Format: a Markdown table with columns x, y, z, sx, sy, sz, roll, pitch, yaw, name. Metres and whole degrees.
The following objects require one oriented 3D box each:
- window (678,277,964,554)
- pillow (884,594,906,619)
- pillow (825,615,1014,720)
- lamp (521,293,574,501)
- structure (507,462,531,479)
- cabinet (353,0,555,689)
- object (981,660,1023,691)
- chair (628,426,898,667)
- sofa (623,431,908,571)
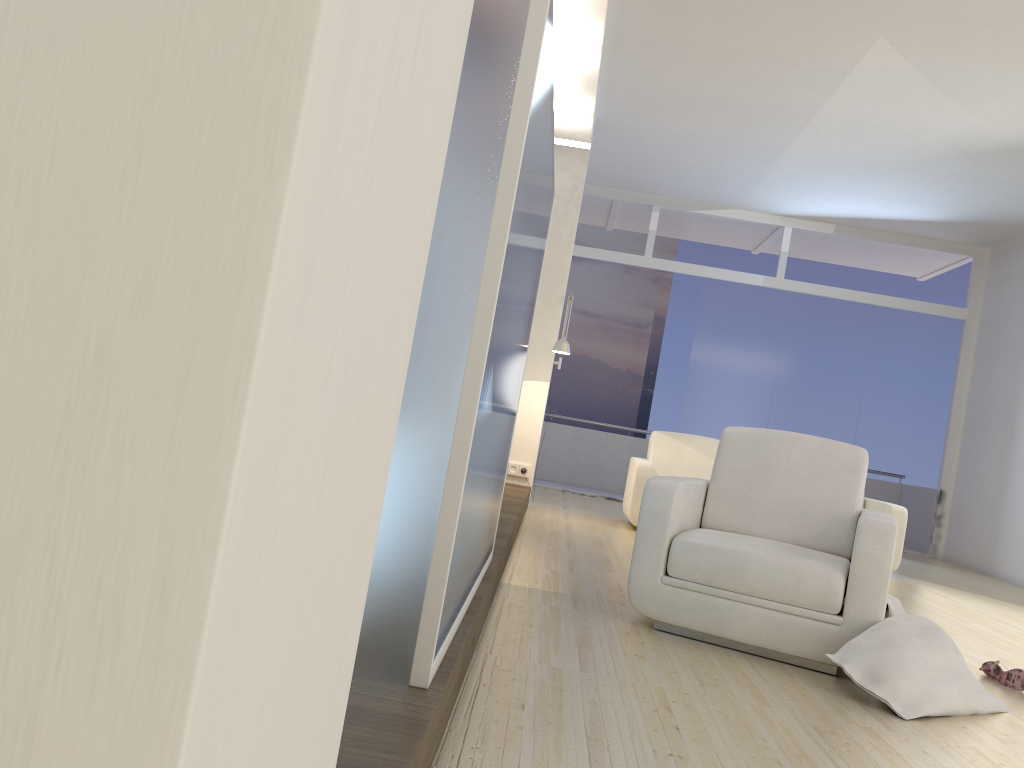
| x | y | z | sx | sy | sz | roll | pitch | yaw | name |
| --- | --- | --- | --- | --- | --- | --- | --- | --- | --- |
| 3.471 | 0.338 | 10.191 | 2.988 | 2.706 | 0.012 | 10 | -2 | 3 | window |
| 1.495 | 0.953 | 3.279 | 0.312 | 0.315 | 0.615 | 9 | -3 | 30 | pillow |
| 1.398 | 0.957 | 3.003 | 0.712 | 0.287 | 0.299 | 12 | -3 | -34 | pillow |
| 0.302 | 0.099 | 7.509 | 0.204 | 1.841 | 0.891 | 10 | -2 | -1 | lamp |
| 0.056 | 0.748 | 7.709 | 0.206 | 0.114 | 0.028 | 10 | -2 | 3 | structure |
| -0.336 | -0.126 | 2.550 | 0.689 | 1.396 | 1.670 | 10 | -2 | 3 | cabinet |
| 1.954 | 1.155 | 3.544 | 0.121 | 0.091 | 0.287 | 10 | -2 | 2 | object |
| 1.084 | 0.593 | 3.679 | 0.919 | 0.828 | 0.941 | 9 | -3 | 23 | chair |
| 2.072 | 0.951 | 7.499 | 2.166 | 0.862 | 0.941 | 10 | -2 | 3 | sofa |
